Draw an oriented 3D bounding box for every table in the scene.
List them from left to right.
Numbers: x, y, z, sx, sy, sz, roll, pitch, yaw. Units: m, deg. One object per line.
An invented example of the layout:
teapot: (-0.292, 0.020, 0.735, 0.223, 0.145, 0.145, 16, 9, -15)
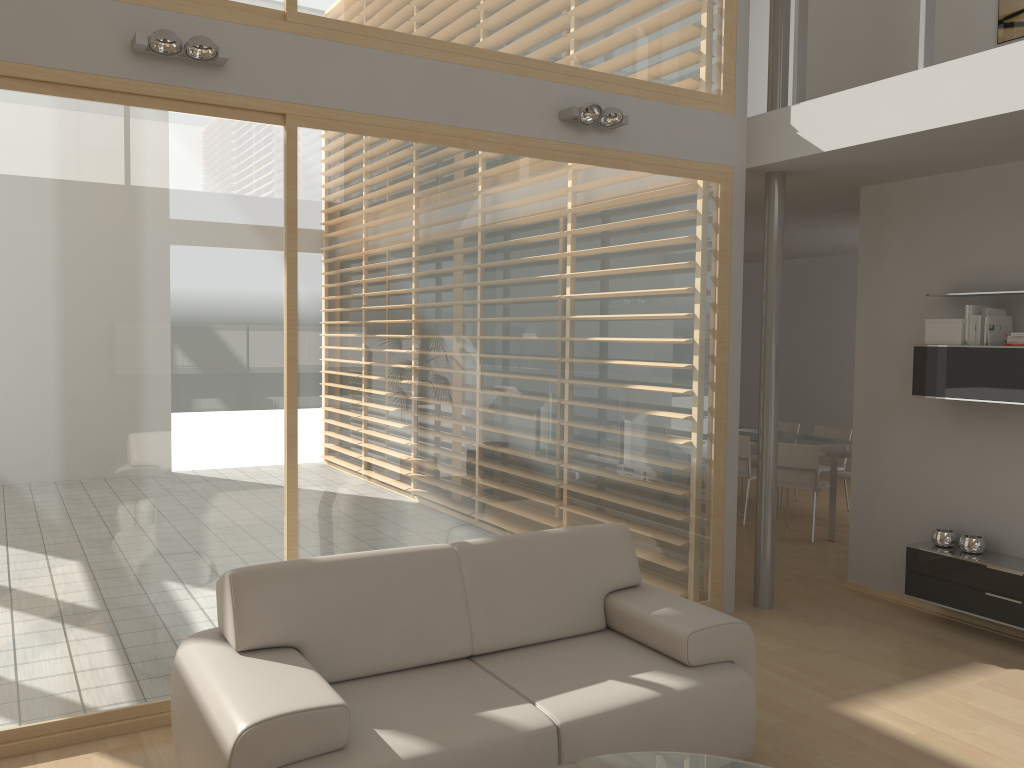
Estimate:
table: (0.470, 1.384, 2.231, 1.198, 0.370, 1.198, 0, 3, -13)
table: (2.526, 0.875, 8.542, 0.900, 0.746, 2.199, -1, 4, -30)

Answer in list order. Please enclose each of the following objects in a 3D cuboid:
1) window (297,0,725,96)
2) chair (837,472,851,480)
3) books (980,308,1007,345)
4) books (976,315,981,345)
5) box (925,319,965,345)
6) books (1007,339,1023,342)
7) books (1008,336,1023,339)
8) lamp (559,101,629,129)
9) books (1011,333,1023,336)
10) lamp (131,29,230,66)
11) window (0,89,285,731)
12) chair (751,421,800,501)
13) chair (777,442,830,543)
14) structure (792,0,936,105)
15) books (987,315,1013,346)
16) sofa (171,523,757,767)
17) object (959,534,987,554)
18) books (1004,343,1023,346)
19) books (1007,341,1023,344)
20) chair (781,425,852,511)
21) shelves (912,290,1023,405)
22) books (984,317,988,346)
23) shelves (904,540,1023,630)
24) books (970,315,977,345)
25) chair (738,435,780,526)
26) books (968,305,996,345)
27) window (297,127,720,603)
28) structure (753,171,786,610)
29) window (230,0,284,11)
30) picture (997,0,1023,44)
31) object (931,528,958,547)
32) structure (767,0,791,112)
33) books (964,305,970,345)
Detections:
window: (0.150, -2.764, 4.502, 2.525, 2.200, 0.020, -1, 4, -30)
chair: (3.298, 0.875, 8.174, 0.501, 0.807, 0.455, -1, 4, -30)
books: (2.711, -0.321, 4.993, 0.207, 0.210, 0.021, -1, 4, -30)
books: (2.710, -0.303, 5.021, 0.230, 0.169, 0.027, -1, 4, -30)
box: (2.582, -0.302, 5.171, 0.232, 0.149, 0.232, -1, 4, -30)
books: (2.831, -0.234, 4.753, 0.190, 0.015, 0.254, -1, 4, -34)
books: (2.832, -0.248, 4.744, 0.190, 0.015, 0.254, -1, 4, -29)
lamp: (0.446, -1.396, 4.638, 0.360, 0.110, 0.183, -1, 4, -30)
books: (2.845, -0.264, 4.747, 0.230, 0.017, 0.227, -2, 4, -35)
lamp: (-1.336, -1.367, 3.595, 0.360, 0.080, 0.182, -1, 4, -30)
window: (-2.119, 0.124, 3.377, 2.525, 2.500, 0.020, -1, 4, -30)
chair: (2.669, 0.806, 9.293, 0.501, 0.807, 0.455, -1, 4, -30)
chair: (2.490, 0.894, 7.642, 0.455, 0.807, 0.501, 3, 4, 40)
structure: (2.849, -1.898, 2.989, 0.080, 0.900, 5.400, -1, 4, -30)
books: (2.739, -0.300, 4.975, 0.230, 0.169, 0.023, -1, 4, -30)
sofa: (-0.126, 1.074, 3.401, 2.093, 0.846, 1.168, -1, 4, -30)
object: (2.675, 0.931, 5.150, 0.143, 0.091, 0.143, 1, 3, 2)
books: (2.838, -0.208, 4.743, 0.210, 0.013, 0.297, -1, 4, -30)
books: (2.837, -0.220, 4.746, 0.190, 0.011, 0.268, -1, 4, -29)
chair: (3.002, 0.840, 8.745, 0.501, 0.807, 0.455, -1, 4, -30)
shelves: (3.577, 0.032, 3.517, 0.300, 0.914, 4.236, -1, 4, -30)
books: (2.720, -0.294, 4.982, 0.207, 0.156, 0.009, -1, 4, -30)
shelves: (3.563, 1.229, 3.582, 0.300, 0.312, 4.236, -1, 4, -30)
books: (2.689, -0.304, 5.041, 0.230, 0.169, 0.027, -1, 4, -30)
chair: (2.169, 0.856, 8.270, 0.501, 0.807, 0.455, -2, 4, -35)
books: (2.685, -0.334, 5.063, 0.230, 0.227, 0.017, -1, 4, -30)
window: (0.115, 0.082, 4.656, 2.525, 2.500, 0.020, -1, 4, -30)
structure: (1.600, 0.054, 5.510, 0.122, 2.700, 0.121, -2, 4, -42)
window: (-2.084, -2.722, 3.222, 2.525, 2.200, 0.020, -1, 4, -30)
picture: (3.222, -2.804, 4.317, 0.010, 1.800, 1.684, -1, 4, -30)
object: (2.586, 0.922, 5.303, 0.143, 0.091, 0.143, 1, 3, 2)
structure: (1.634, -2.792, 5.356, 0.122, 2.400, 0.121, -2, 4, -42)
books: (2.670, -0.335, 5.075, 0.230, 0.227, 0.017, -1, 4, -30)
